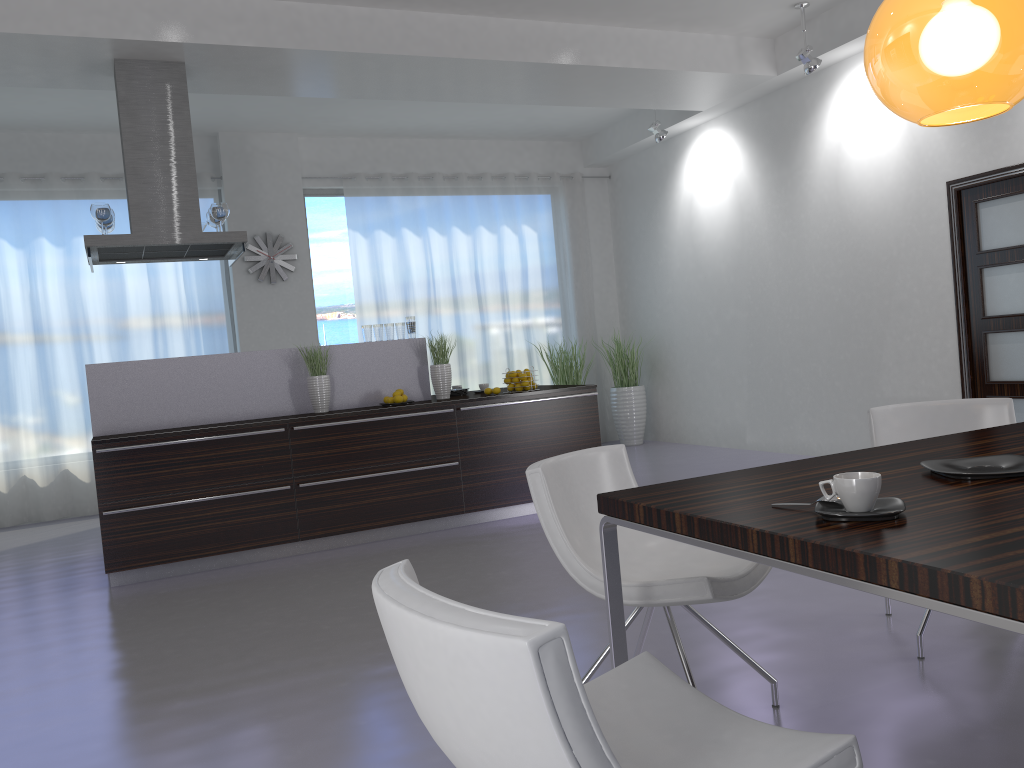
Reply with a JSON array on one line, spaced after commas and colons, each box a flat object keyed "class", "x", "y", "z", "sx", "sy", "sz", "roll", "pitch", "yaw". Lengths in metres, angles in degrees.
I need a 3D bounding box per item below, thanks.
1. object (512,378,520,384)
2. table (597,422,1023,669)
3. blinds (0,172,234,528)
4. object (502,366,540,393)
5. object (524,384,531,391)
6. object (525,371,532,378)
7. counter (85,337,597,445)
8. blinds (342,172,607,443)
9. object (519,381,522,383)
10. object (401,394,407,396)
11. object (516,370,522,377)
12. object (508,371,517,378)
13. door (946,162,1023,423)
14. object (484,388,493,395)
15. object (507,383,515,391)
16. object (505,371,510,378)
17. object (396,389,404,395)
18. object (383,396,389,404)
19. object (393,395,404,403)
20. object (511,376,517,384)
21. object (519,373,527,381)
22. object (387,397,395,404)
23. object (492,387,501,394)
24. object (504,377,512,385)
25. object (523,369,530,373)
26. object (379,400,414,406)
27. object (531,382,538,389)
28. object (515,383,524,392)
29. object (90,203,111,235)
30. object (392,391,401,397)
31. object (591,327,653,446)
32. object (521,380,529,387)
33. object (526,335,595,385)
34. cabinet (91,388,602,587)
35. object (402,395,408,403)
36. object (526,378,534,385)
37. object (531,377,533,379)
[{"class": "object", "x": 0.029, "y": -0.024, "z": 6.297, "sx": 0.052, "sy": 0.053, "sz": 0.062, "roll": -4, "pitch": 2, "yaw": 38}, {"class": "table", "x": 1.392, "y": 0.547, "z": 2.007, "sx": 2.046, "sy": 0.783, "sz": 1.127, "roll": -6, "pitch": 2, "yaw": -24}, {"class": "blinds", "x": -4.181, "y": -0.328, "z": 7.960, "sx": 3.245, "sy": 3.112, "sz": 0.120, "roll": -6, "pitch": 2, "yaw": -24}, {"class": "object", "x": 0.061, "y": -0.034, "z": 6.346, "sx": 0.207, "sy": 0.174, "sz": 0.189, "roll": -4, "pitch": 2, "yaw": 31}, {"class": "object", "x": 0.110, "y": 0.022, "z": 6.295, "sx": 0.051, "sy": 0.053, "sz": 0.063, "roll": -6, "pitch": 2, "yaw": -16}, {"class": "object", "x": 0.117, "y": -0.066, "z": 6.321, "sx": 0.051, "sy": 0.053, "sz": 0.063, "roll": -6, "pitch": 2, "yaw": -11}, {"class": "counter", "x": -1.133, "y": 0.370, "z": 6.283, "sx": 3.291, "sy": 1.300, "sz": 1.302, "roll": -6, "pitch": 2, "yaw": -24}, {"class": "blinds", "x": -0.304, "y": -0.740, "z": 9.693, "sx": 2.830, "sy": 3.112, "sz": 0.120, "roll": -6, "pitch": 2, "yaw": -24}, {"class": "object", "x": 0.077, "y": -0.002, "z": 6.413, "sx": 0.052, "sy": 0.053, "sz": 0.062, "roll": -5, "pitch": 2, "yaw": 13}, {"class": "object", "x": -0.745, "y": 0.096, "z": 6.081, "sx": 0.051, "sy": 0.053, "sz": 0.063, "roll": -5, "pitch": 2, "yaw": 16}, {"class": "object", "x": 0.048, "y": -0.076, "z": 6.340, "sx": 0.051, "sy": 0.053, "sz": 0.063, "roll": -6, "pitch": 2, "yaw": -22}, {"class": "object", "x": 0.005, "y": -0.067, "z": 6.300, "sx": 0.063, "sy": 0.051, "sz": 0.053, "roll": -4, "pitch": 2, "yaw": 23}, {"class": "door", "x": 3.616, "y": -0.419, "z": 5.543, "sx": 0.220, "sy": 2.061, "sz": 1.764, "roll": -6, "pitch": 2, "yaw": -24}, {"class": "object", "x": -0.167, "y": 0.052, "z": 6.260, "sx": 0.063, "sy": 0.051, "sz": 0.053, "roll": -4, "pitch": 2, "yaw": 35}, {"class": "object", "x": -0.006, "y": 0.024, "z": 6.314, "sx": 0.060, "sy": 0.057, "sz": 0.052, "roll": -6, "pitch": 2, "yaw": -22}, {"class": "object", "x": -0.019, "y": -0.063, "z": 6.347, "sx": 0.052, "sy": 0.060, "sz": 0.057, "roll": -7, "pitch": 2, "yaw": -36}, {"class": "object", "x": -0.769, "y": 0.058, "z": 6.059, "sx": 0.063, "sy": 0.048, "sz": 0.053, "roll": -4, "pitch": 2, "yaw": 32}, {"class": "object", "x": -0.846, "y": 0.110, "z": 6.040, "sx": 0.061, "sy": 0.054, "sz": 0.052, "roll": -4, "pitch": 2, "yaw": 23}, {"class": "object", "x": -0.764, "y": 0.105, "z": 5.965, "sx": 0.070, "sy": 0.058, "sz": 0.060, "roll": -6, "pitch": 2, "yaw": -25}, {"class": "object", "x": 0.021, "y": -0.029, "z": 6.353, "sx": 0.064, "sy": 0.053, "sz": 0.051, "roll": -6, "pitch": 2, "yaw": -21}, {"class": "object", "x": 0.078, "y": -0.050, "z": 6.279, "sx": 0.061, "sy": 0.052, "sz": 0.053, "roll": -6, "pitch": 2, "yaw": -11}, {"class": "object", "x": -0.816, "y": 0.113, "z": 5.993, "sx": 0.063, "sy": 0.051, "sz": 0.053, "roll": -6, "pitch": 2, "yaw": -20}, {"class": "object", "x": -0.109, "y": 0.048, "z": 6.232, "sx": 0.063, "sy": 0.051, "sz": 0.053, "roll": -6, "pitch": 2, "yaw": -20}, {"class": "object", "x": -0.028, "y": -0.022, "z": 6.322, "sx": 0.063, "sy": 0.051, "sz": 0.053, "roll": -4, "pitch": 2, "yaw": 35}, {"class": "object", "x": 0.108, "y": -0.081, "z": 6.387, "sx": 0.050, "sy": 0.060, "sz": 0.059, "roll": -6, "pitch": 2, "yaw": -24}, {"class": "object", "x": -0.780, "y": 0.132, "z": 6.015, "sx": 0.232, "sy": 0.020, "sz": 0.232, "roll": -6, "pitch": 2, "yaw": -15}, {"class": "object", "x": 0.156, "y": 0.015, "z": 6.368, "sx": 0.053, "sy": 0.052, "sz": 0.062, "roll": -5, "pitch": 2, "yaw": 15}, {"class": "object", "x": 0.052, "y": 0.025, "z": 6.293, "sx": 0.064, "sy": 0.063, "sz": 0.074, "roll": -5, "pitch": 2, "yaw": -4}, {"class": "object", "x": -2.627, "y": -1.041, "z": 5.678, "sx": 0.125, "sy": 0.221, "sz": 0.125, "roll": -5, "pitch": 2, "yaw": 1}, {"class": "object", "x": -0.781, "y": 0.071, "z": 6.009, "sx": 0.061, "sy": 0.047, "sz": 0.053, "roll": -6, "pitch": 2, "yaw": -21}, {"class": "object", "x": 1.212, "y": 0.018, "z": 9.809, "sx": 0.656, "sy": 1.334, "sz": 0.713, "roll": -7, "pitch": 3, "yaw": -39}, {"class": "object", "x": 0.092, "y": -0.004, "z": 6.256, "sx": 0.052, "sy": 0.054, "sz": 0.061, "roll": -3, "pitch": 3, "yaw": 43}, {"class": "object", "x": 0.625, "y": 0.082, "z": 9.512, "sx": 0.713, "sy": 1.334, "sz": 0.656, "roll": -6, "pitch": 2, "yaw": -24}, {"class": "cabinet", "x": -1.110, "y": 0.593, "z": 6.280, "sx": 3.285, "sy": 0.852, "sz": 1.377, "roll": -6, "pitch": 2, "yaw": -24}, {"class": "object", "x": -0.737, "y": 0.101, "z": 6.024, "sx": 0.052, "sy": 0.054, "sz": 0.061, "roll": -3, "pitch": 3, "yaw": 43}, {"class": "object", "x": 0.124, "y": -0.016, "z": 6.317, "sx": 0.061, "sy": 0.055, "sz": 0.051, "roll": -7, "pitch": 3, "yaw": -45}, {"class": "object", "x": 0.128, "y": -0.033, "z": 6.376, "sx": 0.053, "sy": 0.054, "sz": 0.061, "roll": -4, "pitch": 2, "yaw": 22}]
